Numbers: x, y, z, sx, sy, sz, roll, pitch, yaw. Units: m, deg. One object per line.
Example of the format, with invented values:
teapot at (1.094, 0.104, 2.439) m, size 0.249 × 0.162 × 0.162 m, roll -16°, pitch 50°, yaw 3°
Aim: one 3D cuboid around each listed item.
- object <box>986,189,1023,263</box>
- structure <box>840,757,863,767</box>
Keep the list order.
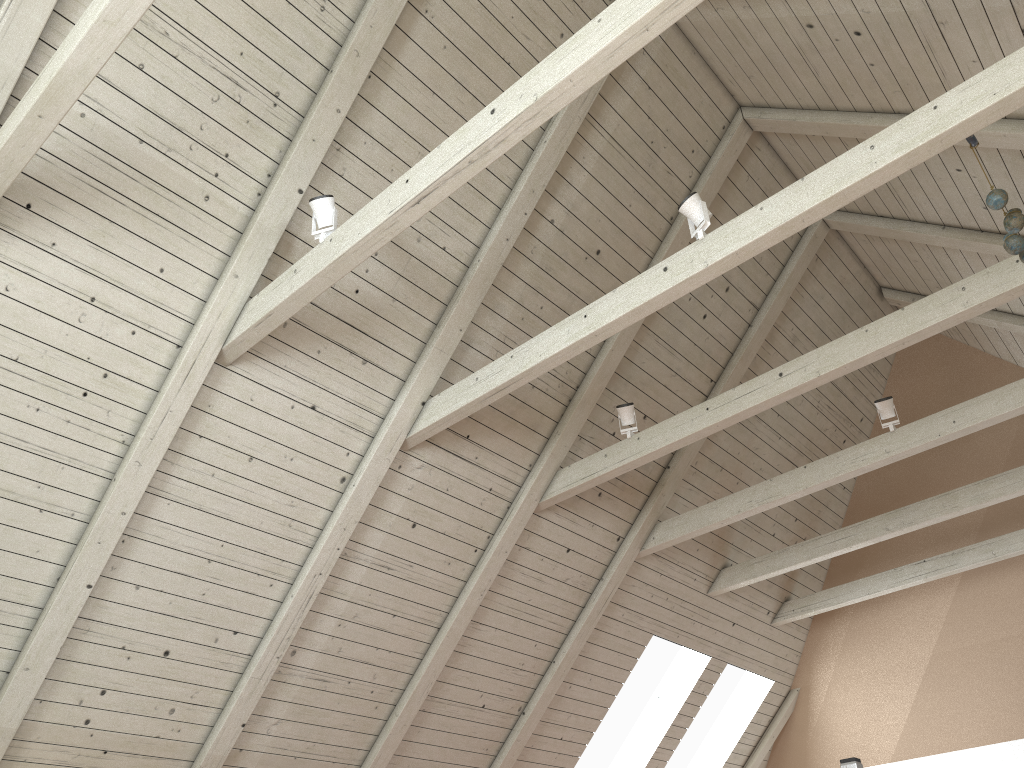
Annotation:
object at (1.080, -0.336, 1.898) m, size 0.061 × 0.063 × 0.292 m, roll -25°, pitch -39°, yaw 31°
structure at (1.513, 1.287, 1.786) m, size 0.859 × 0.941 × 1.688 m, roll -26°, pitch -39°, yaw 32°
